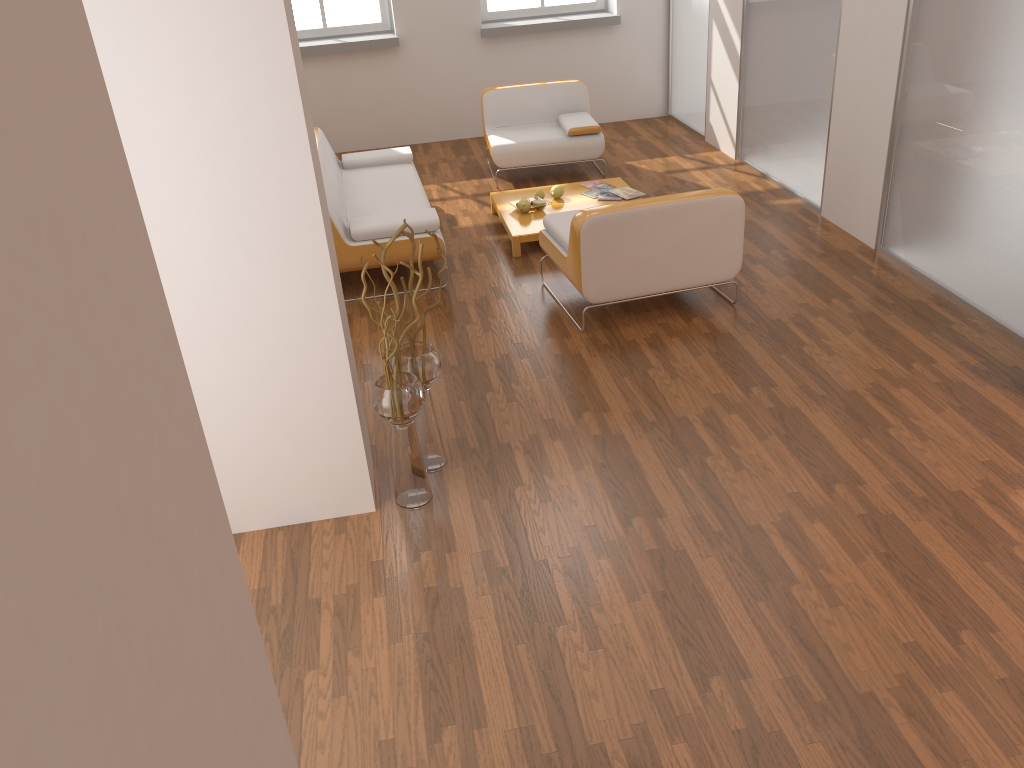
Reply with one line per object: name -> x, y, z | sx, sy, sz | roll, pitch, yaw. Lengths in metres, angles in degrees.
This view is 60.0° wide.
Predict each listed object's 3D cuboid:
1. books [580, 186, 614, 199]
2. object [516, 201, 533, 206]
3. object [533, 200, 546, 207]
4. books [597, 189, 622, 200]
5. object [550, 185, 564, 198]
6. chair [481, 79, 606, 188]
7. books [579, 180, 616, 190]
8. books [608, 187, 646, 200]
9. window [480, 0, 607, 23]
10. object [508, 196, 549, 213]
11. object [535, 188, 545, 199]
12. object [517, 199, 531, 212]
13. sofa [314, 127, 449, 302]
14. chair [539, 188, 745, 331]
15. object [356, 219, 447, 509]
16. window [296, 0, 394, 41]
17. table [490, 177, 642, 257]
books -> 0.638, -1.386, 6.410 | 0.249, 0.004, 0.171 | -22, 33, -28
object -> 0.095, -1.253, 6.198 | 0.134, 0.037, 0.061 | -5, 29, 0
object -> 0.189, -1.241, 6.155 | 0.092, 0.065, 0.091 | 21, 38, 38
books -> 0.712, -1.353, 6.331 | 0.171, 0.004, 0.249 | 3, 30, 13
object -> 0.322, -1.376, 6.348 | 0.105, 0.091, 0.103 | -11, 30, -11
chair -> 0.245, -2.109, 7.404 | 0.923, 0.661, 0.825 | -7, 29, -4
books -> 0.628, -1.468, 6.559 | 0.171, 0.004, 0.249 | -18, 32, -23
books -> 0.821, -1.362, 6.323 | 0.171, 0.004, 0.249 | -17, 31, -21
window -> 0.239, -4.344, 8.286 | 1.308, 1.737, 0.142 | -8, 29, -6
object -> 0.114, -1.240, 6.178 | 0.227, 0.048, 0.227 | -14, 30, -16
object -> 0.195, -1.355, 6.333 | 0.080, 0.087, 0.094 | 5, 30, 18
object -> 0.085, -1.228, 6.105 | 0.102, 0.095, 0.101 | -25, 35, -33
sofa -> -0.996, -1.280, 6.092 | 0.825, 0.661, 2.010 | -9, 29, -8
chair -> 0.696, -0.817, 5.004 | 0.923, 0.661, 0.825 | -11, 29, -11
object -> -0.405, -0.040, 3.301 | 0.284, 1.112, 0.655 | 2, 30, 12
window -> -1.832, -4.045, 8.050 | 1.308, 1.737, 0.142 | -8, 29, -6
table -> 0.415, -1.198, 6.262 | 1.000, 0.150, 1.000 | -8, 29, -6
